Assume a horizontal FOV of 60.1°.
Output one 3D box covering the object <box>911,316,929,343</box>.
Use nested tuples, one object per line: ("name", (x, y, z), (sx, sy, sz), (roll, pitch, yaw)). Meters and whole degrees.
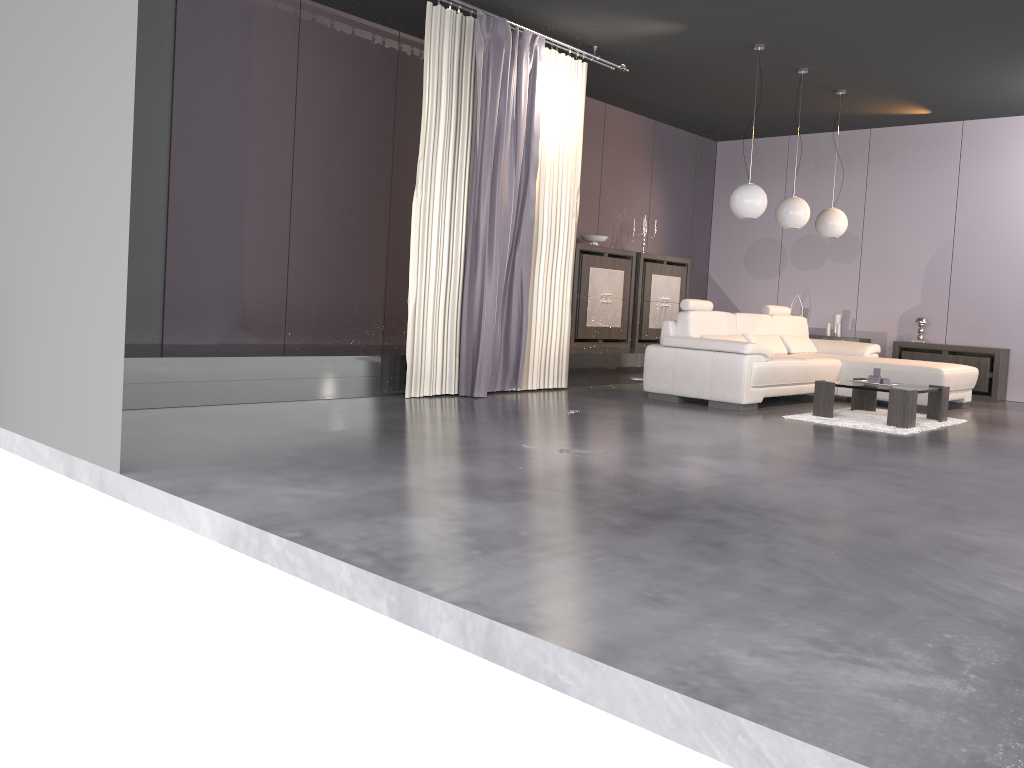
("object", (4.503, -0.602, 9.748), (0.140, 0.283, 0.140), (6, 4, 42))

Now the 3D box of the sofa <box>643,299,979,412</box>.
("sofa", (2.737, -0.253, 7.844), (1.874, 0.856, 2.862), (8, 7, 42))

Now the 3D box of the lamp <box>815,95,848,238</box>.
("lamp", (3.190, -2.154, 8.733), (0.307, 1.412, 0.307), (1, 4, -45))

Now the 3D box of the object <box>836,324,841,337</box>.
("object", (3.805, -0.624, 10.318), (0.051, 0.152, 0.051), (4, 3, 20))

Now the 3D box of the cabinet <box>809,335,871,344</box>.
("cabinet", (3.623, -0.298, 10.501), (1.075, 0.553, 0.377), (8, 5, 42))

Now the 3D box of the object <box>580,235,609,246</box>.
("object", (0.880, -1.526, 9.514), (0.308, 0.116, 0.310), (2, 5, -14))

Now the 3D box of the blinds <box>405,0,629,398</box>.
("blinds", (-0.111, -1.403, 6.851), (0.249, 2.989, 3.289), (6, 5, 42))

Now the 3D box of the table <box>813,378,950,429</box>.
("table", (2.853, 0.133, 6.827), (0.703, 0.270, 0.905), (8, 7, 42))

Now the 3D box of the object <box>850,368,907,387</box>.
("object", (2.788, -0.056, 6.732), (0.304, 0.136, 0.305), (-1, 7, -43))

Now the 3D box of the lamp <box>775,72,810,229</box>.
("lamp", (2.597, -2.126, 8.069), (0.307, 1.412, 0.307), (1, 4, -45))

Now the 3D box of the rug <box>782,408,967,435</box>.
("rug", (2.829, 0.269, 6.829), (0.919, 0.023, 1.527), (8, 7, 41))

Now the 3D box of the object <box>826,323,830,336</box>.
("object", (3.715, -0.637, 10.399), (0.051, 0.152, 0.051), (4, 3, 20))

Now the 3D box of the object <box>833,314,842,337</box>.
("object", (3.821, -0.689, 10.421), (0.089, 0.263, 0.089), (4, 3, 3))

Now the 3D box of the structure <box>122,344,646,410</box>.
("structure", (-0.444, -0.151, 7.741), (1.003, 0.300, 8.774), (8, 7, 42))

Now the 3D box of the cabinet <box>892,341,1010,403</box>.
("cabinet", (4.695, -0.144, 9.535), (1.075, 0.553, 0.377), (8, 5, 42))

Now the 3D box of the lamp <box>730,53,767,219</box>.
("lamp", (2.024, -2.100, 7.434), (0.307, 1.412, 0.307), (4, 3, 9))

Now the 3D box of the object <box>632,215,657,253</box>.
("object", (1.517, -1.715, 10.174), (0.229, 0.445, 0.230), (2, 4, -31))

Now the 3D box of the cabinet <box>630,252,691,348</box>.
("cabinet", (1.650, -0.965, 10.384), (0.412, 1.072, 1.072), (6, 5, 42))

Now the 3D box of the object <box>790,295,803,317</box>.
("object", (3.424, -0.838, 10.681), (0.124, 0.464, 0.108), (6, 4, 43))

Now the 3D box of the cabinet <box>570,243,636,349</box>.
("cabinet", (0.870, -0.930, 9.519), (0.412, 1.072, 1.072), (6, 5, 42))
